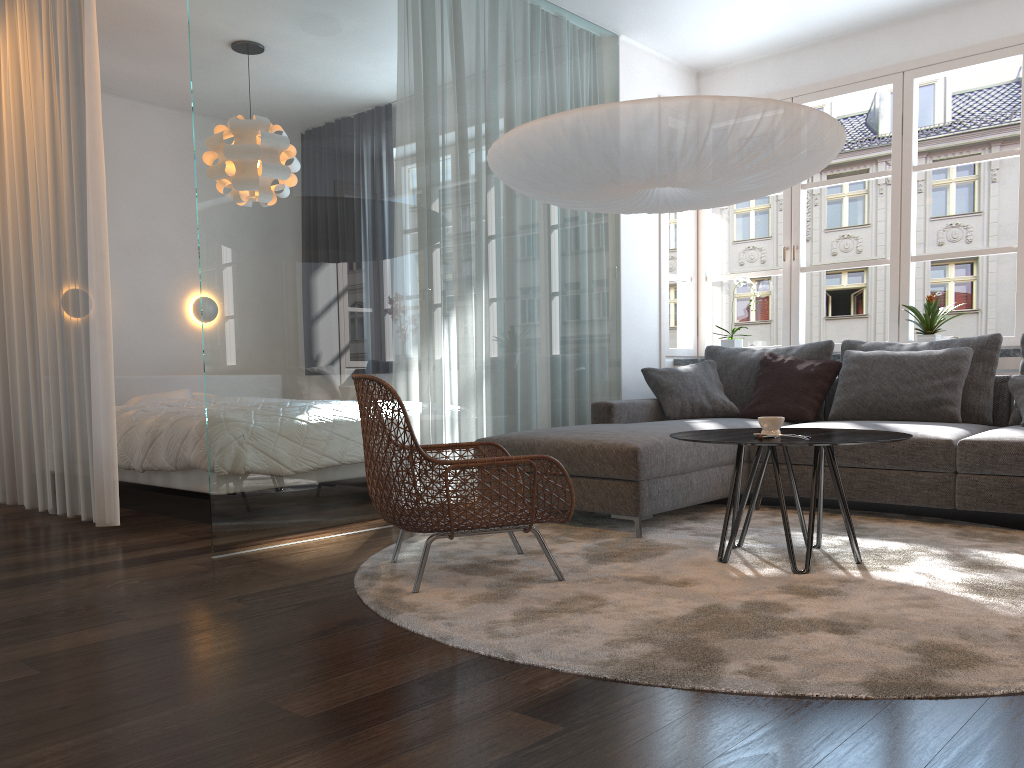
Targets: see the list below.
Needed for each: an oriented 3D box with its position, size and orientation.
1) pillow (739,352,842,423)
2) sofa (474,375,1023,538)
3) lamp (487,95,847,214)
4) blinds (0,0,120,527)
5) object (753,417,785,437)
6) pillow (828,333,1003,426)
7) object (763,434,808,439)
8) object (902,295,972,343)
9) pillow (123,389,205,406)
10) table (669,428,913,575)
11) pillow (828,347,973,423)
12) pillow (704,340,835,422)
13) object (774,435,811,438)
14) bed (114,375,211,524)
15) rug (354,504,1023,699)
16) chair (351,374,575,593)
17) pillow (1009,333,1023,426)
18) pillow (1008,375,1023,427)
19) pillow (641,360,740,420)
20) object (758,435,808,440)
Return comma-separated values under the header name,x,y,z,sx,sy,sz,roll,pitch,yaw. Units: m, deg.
name,x,y,z,sx,sy,sz,roll,pitch,yaw
pillow,1.579,0.014,5.048,0.520,0.405,0.310,1,3,43
sofa,1.614,0.309,4.102,3.065,0.675,2.034,-1,1,42
lamp,0.630,-0.890,3.745,1.469,0.211,1.466,-1,0,-12
blinds,-2.492,-0.708,4.557,1.805,2.749,0.153,2,6,43
object,0.904,0.153,3.137,0.139,0.069,0.091,-2,2,-36
pillow,2.150,-0.020,4.763,0.838,0.477,0.276,0,3,42
object,0.930,0.180,3.034,0.163,0.016,0.025,-1,2,17
object,2.428,-0.352,5.086,0.376,0.330,0.321,0,3,17
pillow,-2.282,0.135,6.119,0.620,0.196,0.918,0,1,42
table,1.013,0.422,3.269,0.846,0.475,0.845,0,2,44
pillow,2.045,0.008,4.669,0.666,0.399,0.291,0,3,41
pillow,1.491,-0.011,5.332,0.835,0.480,0.274,0,3,42
object,0.975,0.182,3.071,0.124,0.010,0.026,-1,1,8
bed,-1.666,0.311,5.699,2.439,0.766,2.160,0,1,42
rug,0.856,0.657,3.302,2.837,0.012,2.828,-1,0,21
chair,-0.204,0.315,3.116,0.685,0.713,0.716,-2,3,-16
pillow,2.827,-0.026,4.151,0.835,0.479,0.274,0,3,42
pillow,2.578,0.038,4.056,0.492,0.323,0.442,0,2,23
pillow,1.067,0.034,5.310,0.515,0.361,0.345,-1,3,-9
object,0.919,0.181,2.993,0.168,0.015,0.015,-1,2,29
